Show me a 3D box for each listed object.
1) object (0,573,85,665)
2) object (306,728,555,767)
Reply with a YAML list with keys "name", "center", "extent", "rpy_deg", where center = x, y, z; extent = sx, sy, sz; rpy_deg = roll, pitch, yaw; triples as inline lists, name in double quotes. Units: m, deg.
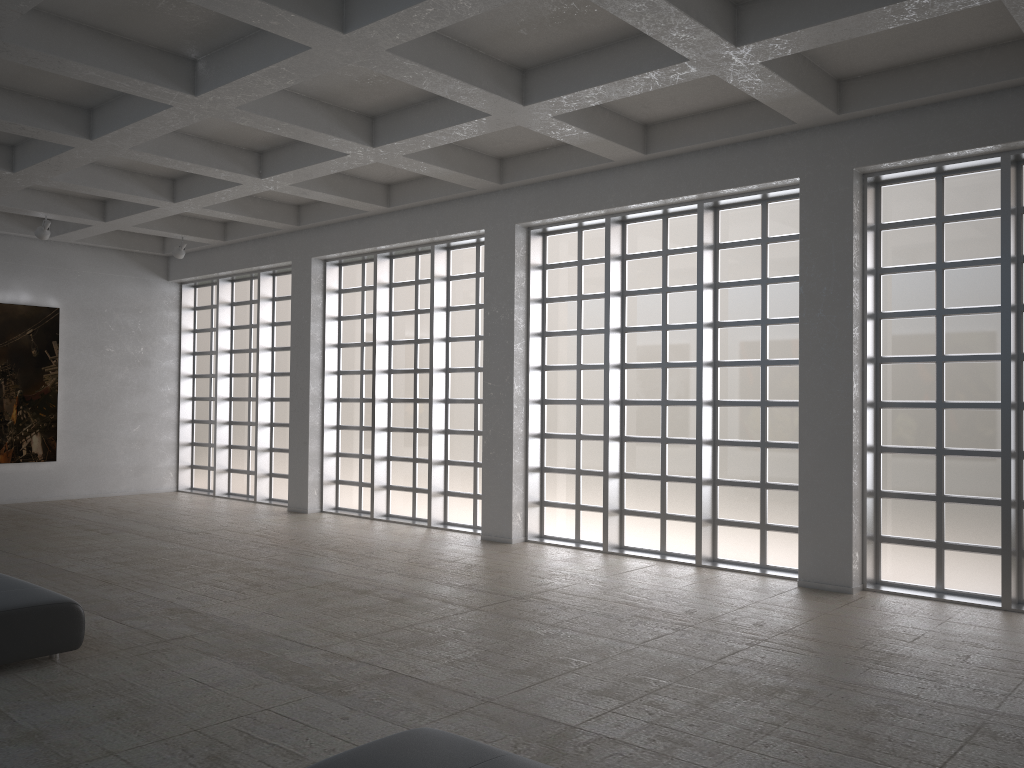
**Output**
- name: "object"
  center: [-7.221, 3.157, 11.980]
  extent: [3.044, 0.828, 1.616]
  rpy_deg: [0, -2, 41]
- name: "object"
  center: [-0.033, 3.095, 5.738]
  extent: [3.044, 0.828, 1.616]
  rpy_deg: [0, -2, 41]
